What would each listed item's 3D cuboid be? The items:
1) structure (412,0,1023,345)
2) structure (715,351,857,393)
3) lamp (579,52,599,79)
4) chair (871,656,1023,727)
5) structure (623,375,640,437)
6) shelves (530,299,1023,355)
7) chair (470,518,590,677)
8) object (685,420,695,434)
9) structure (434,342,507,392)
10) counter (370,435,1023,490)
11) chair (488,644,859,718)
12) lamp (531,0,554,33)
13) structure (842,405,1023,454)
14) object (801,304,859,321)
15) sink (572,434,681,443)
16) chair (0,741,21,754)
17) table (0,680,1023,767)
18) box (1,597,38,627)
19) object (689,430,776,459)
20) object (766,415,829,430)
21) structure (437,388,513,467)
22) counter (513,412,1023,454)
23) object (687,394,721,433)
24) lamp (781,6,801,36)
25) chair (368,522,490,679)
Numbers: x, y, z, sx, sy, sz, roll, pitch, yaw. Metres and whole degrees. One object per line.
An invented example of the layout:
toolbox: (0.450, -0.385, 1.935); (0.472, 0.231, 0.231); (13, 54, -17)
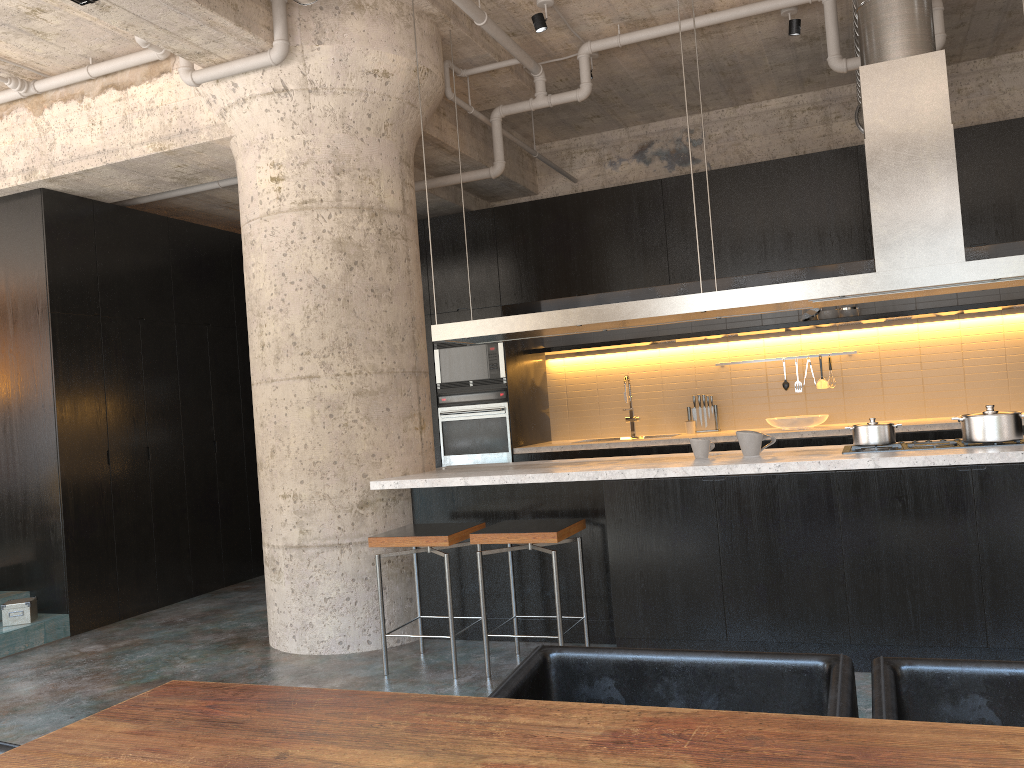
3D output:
structure: (1.013, -1.405, 4.671); (3.117, 2.100, 0.538); (-5, -2, 22)
structure: (2.353, -0.076, 7.631); (1.171, 0.315, 0.074); (-5, -2, 22)
lamp: (0.543, -2.250, 6.246); (0.145, 0.236, 0.107); (-5, -2, 5)
chair: (0.991, 0.889, 1.442); (0.707, 0.738, 0.754); (-5, -2, 22)
structure: (1.041, 0.199, 7.897); (0.125, 0.559, 0.269); (-5, -2, 22)
shelves: (2.255, -0.474, 7.493); (4.362, 0.043, 0.403); (-5, -2, 22)
chair: (0.112, 1.058, 4.434); (0.450, 0.698, 0.450); (-5, -2, 22)
object: (1.558, 0.376, 7.747); (0.092, 0.117, 0.092); (-4, -2, -29)
structure: (-0.257, -0.181, 7.962); (0.659, 0.450, 0.612); (-5, -2, 22)
counter: (1.023, 0.415, 4.688); (3.500, 0.046, 1.000); (-5, -2, 22)
chair: (0.317, 0.949, 1.723); (0.707, 0.738, 0.754); (-5, -2, 22)
lamp: (0.188, -2.247, 5.366); (0.145, 0.236, 0.107); (-5, -2, 5)
structure: (2.063, 0.210, 4.360); (0.833, 0.187, 0.506); (-5, -2, 22)
object: (2.620, -0.649, 7.325); (0.462, 0.240, 0.334); (-5, -2, 19)
sink: (1.004, 0.541, 7.748); (0.890, 0.134, 0.458); (-5, -2, 22)
chair: (-0.984, 1.039, 1.352); (0.754, 0.738, 0.707); (-5, -2, 22)
table: (0.156, 0.929, 0.886); (2.410, 0.756, 1.299); (-5, -2, 22)
box: (-3.193, 1.477, 5.756); (0.172, 0.140, 0.187); (-4, -2, -16)
object: (1.163, 0.315, 4.687); (0.437, 0.133, 0.188); (-5, -2, 23)
object: (2.327, 0.316, 7.232); (0.490, 0.093, 0.490); (-5, -2, 19)
structure: (-0.230, 0.383, 7.903); (0.664, 0.651, 0.649); (-5, -2, 22)
counter: (2.218, 0.441, 7.202); (4.360, 0.142, 1.000); (-5, -2, 22)
object: (1.679, 0.259, 7.807); (0.291, 0.336, 0.060); (-5, -2, 16)
lamp: (1.806, -2.363, 5.746); (0.107, 0.236, 0.145); (-5, -2, 5)
chair: (-0.408, 1.102, 4.591); (0.450, 0.698, 0.450); (-5, -2, 22)
